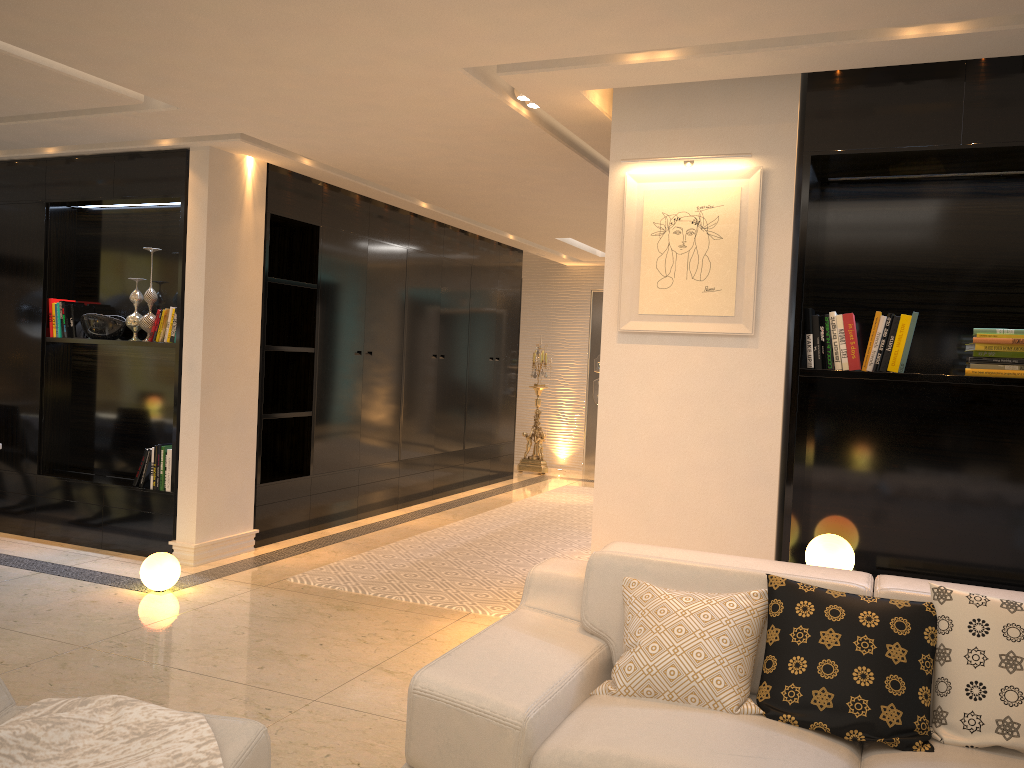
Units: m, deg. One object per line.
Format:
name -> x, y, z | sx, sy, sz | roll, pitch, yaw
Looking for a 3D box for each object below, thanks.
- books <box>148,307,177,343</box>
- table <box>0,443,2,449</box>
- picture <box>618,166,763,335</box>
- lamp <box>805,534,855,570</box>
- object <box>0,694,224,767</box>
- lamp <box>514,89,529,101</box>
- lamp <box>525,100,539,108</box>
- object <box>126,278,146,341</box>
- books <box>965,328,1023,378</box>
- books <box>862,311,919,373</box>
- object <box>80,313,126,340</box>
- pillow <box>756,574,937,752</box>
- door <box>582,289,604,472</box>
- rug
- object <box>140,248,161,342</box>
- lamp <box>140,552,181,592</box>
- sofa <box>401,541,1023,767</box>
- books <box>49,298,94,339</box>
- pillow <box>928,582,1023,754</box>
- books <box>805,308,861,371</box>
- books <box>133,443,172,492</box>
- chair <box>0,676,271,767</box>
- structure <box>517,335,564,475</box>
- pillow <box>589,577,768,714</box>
books -> -2.208, -0.386, 5.797 | 0.290, 0.238, 0.189 | 3, 2, 22
table -> -4.624, 0.653, 5.209 | 3.031, 0.759, 1.293 | 3, 2, 23
picture -> 0.788, -0.591, 3.957 | 0.610, 0.729, 0.027 | 3, 2, 23
lamp -> 1.448, 0.791, 4.041 | 0.212, 0.214, 0.213 | 2, 2, -27
object -> -1.203, 0.992, 1.545 | 1.347, 0.580, 0.972 | 2, 2, -30
lamp -> 0.066, -1.457, 4.353 | 0.107, 0.127, 0.107 | 3, 2, 4
lamp -> 0.117, -1.458, 4.471 | 0.107, 0.127, 0.107 | 3, 2, 4
object -> -2.517, -0.496, 5.938 | 0.121, 0.416, 0.121 | 3, 2, 18
books -> 2.055, -0.126, 3.698 | 0.296, 0.197, 0.260 | 3, 2, 26
books -> 1.640, -0.178, 3.849 | 0.210, 0.261, 0.212 | 3, 2, 23
object -> -2.776, -0.384, 6.022 | 0.375, 0.177, 0.193 | 3, 2, 24
pillow -> 0.948, 0.778, 2.523 | 0.524, 0.355, 0.323 | 3, 2, 24
door -> -2.947, -5.818, 2.765 | 83.408, 24.296, 83.408 | 4, 2, 45
rug -> 0.312, 1.194, 7.335 | 1.526, 0.015, 5.025 | 3, 2, 23
object -> -2.383, -0.585, 5.851 | 0.121, 0.612, 0.121 | 3, 2, 18
lamp -> -1.975, 1.053, 4.982 | 0.212, 0.214, 0.213 | 2, 2, -27
sofa -> 0.977, 0.987, 2.462 | 2.328, 0.754, 1.145 | 3, 2, 23
books -> -3.053, -0.450, 6.158 | 0.236, 0.270, 0.210 | 3, 2, 23
pillow -> 1.386, 0.788, 2.383 | 0.526, 0.399, 0.255 | 3, 2, 23
books -> 1.425, -0.194, 3.936 | 0.240, 0.270, 0.208 | 3, 2, 23
books -> -2.283, 0.533, 5.822 | 0.345, 0.296, 0.222 | 3, 2, 23
chair -> -1.162, 0.790, 1.750 | 0.983, 0.991, 1.027 | 3, 2, 22
structure -> 0.489, 0.258, 11.035 | 0.811, 1.715, 0.382 | 1, 2, -43
pillow -> 0.522, 0.789, 2.694 | 0.521, 0.329, 0.351 | 3, 2, 23
